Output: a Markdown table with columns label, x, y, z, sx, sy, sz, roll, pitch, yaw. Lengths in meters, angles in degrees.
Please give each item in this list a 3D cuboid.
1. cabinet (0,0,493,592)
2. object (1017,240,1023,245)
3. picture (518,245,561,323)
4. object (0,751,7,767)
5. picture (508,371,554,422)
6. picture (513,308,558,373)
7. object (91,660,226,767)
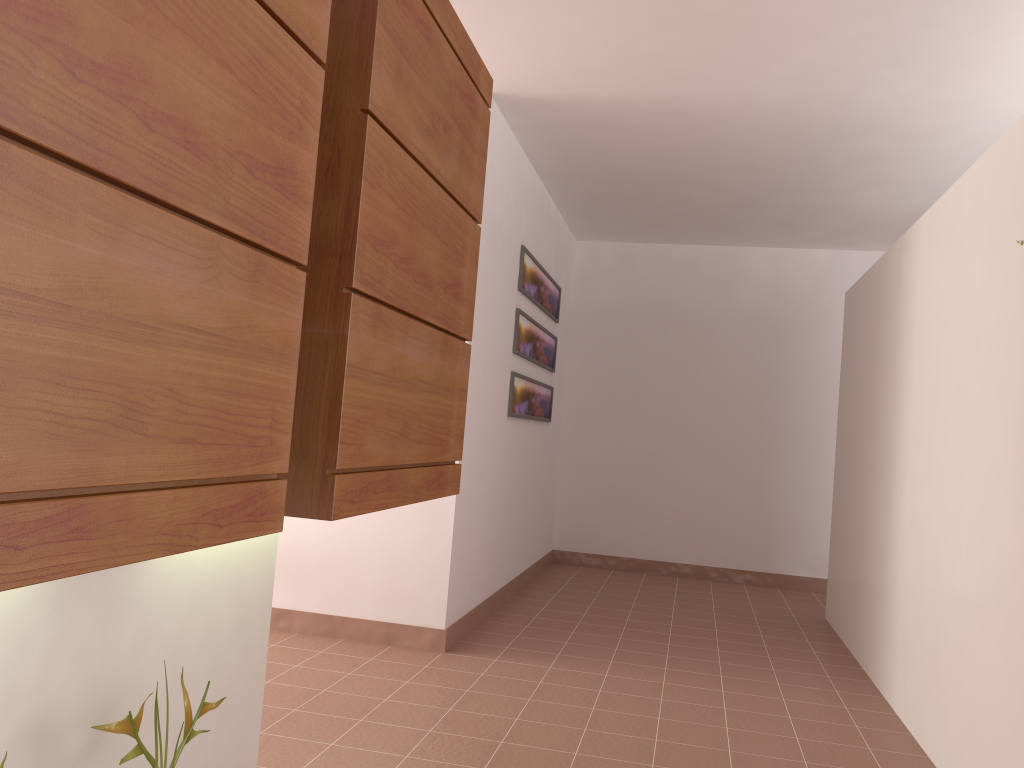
| label | x | y | z | sx | sy | sz | roll | pitch | yaw |
| --- | --- | --- | --- | --- | --- | --- | --- | --- | --- |
| cabinet | -0.946 | -0.466 | 0.315 | 0.754 | 1.200 | 4.718 | 4 | -3 | 12 |
| object | 1.316 | -0.368 | 1.913 | 0.297 | 1.344 | 0.279 | 6 | -3 | -29 |
| picture | 0.191 | -0.597 | 5.574 | 0.015 | 0.248 | 1.408 | 4 | -3 | 12 |
| object | -0.691 | 0.726 | 1.078 | 0.087 | 0.546 | 0.296 | 3 | -3 | 28 |
| picture | 0.135 | 0.100 | 5.539 | 0.015 | 0.248 | 1.408 | 4 | -3 | 12 |
| picture | 0.163 | -0.248 | 5.556 | 0.015 | 0.248 | 1.408 | 4 | -3 | 12 |
| object | -0.603 | 0.755 | 1.513 | 0.087 | 0.546 | 0.296 | 4 | -3 | 12 |
